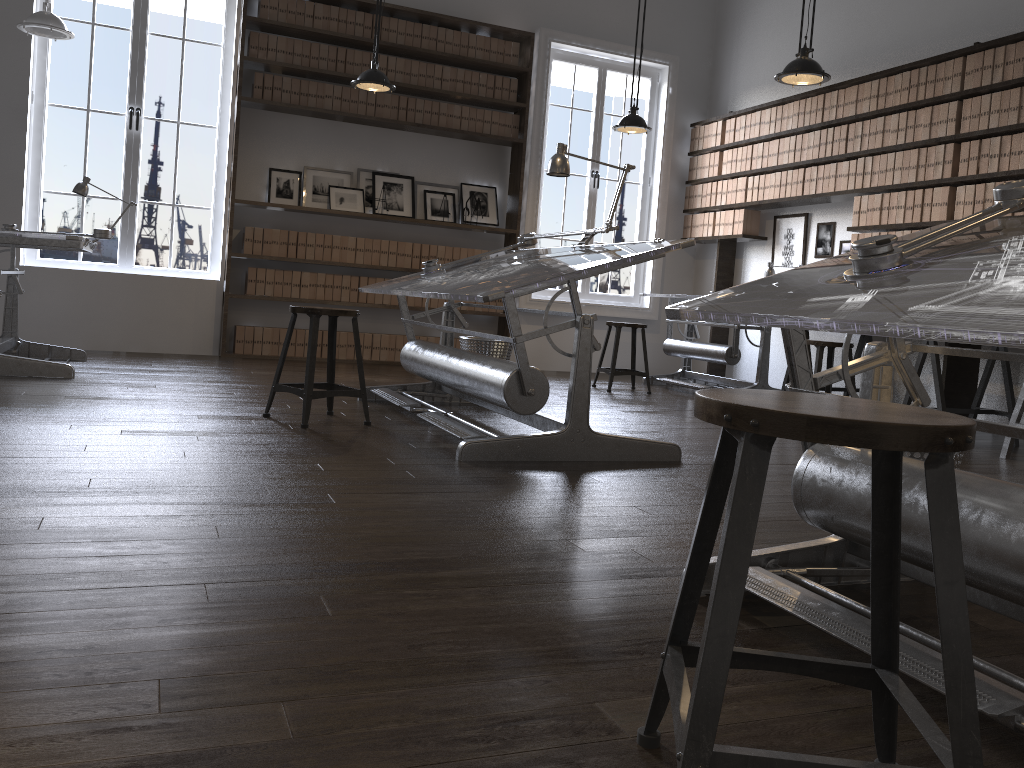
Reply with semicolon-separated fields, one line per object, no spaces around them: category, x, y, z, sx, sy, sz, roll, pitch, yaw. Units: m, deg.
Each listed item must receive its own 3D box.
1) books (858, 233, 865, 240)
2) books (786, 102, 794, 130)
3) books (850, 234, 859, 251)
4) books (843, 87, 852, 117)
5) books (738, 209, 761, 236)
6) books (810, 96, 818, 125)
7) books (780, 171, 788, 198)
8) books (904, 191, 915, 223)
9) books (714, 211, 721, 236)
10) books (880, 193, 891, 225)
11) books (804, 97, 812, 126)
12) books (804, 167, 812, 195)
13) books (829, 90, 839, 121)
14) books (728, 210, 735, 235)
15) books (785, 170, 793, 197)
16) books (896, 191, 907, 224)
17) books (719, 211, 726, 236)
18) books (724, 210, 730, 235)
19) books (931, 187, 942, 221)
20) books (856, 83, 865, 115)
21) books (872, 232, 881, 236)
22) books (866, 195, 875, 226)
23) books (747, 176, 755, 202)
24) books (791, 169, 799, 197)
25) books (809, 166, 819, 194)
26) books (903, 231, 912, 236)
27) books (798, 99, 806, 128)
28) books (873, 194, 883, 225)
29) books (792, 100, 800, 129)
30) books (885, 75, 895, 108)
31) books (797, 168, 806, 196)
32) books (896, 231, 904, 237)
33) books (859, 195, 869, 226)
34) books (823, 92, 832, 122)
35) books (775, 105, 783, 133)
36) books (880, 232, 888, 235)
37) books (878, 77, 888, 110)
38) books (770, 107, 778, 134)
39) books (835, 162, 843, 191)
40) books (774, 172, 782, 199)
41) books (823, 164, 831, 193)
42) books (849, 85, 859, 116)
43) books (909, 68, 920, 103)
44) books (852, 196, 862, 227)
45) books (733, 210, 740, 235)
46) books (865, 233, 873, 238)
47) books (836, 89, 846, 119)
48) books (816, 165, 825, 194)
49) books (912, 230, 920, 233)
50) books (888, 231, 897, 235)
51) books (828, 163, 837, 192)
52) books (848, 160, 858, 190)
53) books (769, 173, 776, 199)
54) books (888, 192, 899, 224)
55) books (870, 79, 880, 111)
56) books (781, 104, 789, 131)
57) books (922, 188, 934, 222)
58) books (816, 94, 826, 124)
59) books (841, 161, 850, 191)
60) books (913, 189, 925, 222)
books;2.588;-0.969;6.403;0.174;0.225;0.067;3;3;-22
books;2.328;-2.159;7.194;0.174;0.225;0.067;3;3;-22
books;2.558;-0.977;6.463;0.174;0.225;0.067;3;3;-23
books;2.571;-2.086;6.609;0.174;0.225;0.067;3;3;-22
books;2.067;-1.403;7.719;0.174;0.225;0.067;3;3;-22
books;2.434;-2.128;6.943;0.174;0.225;0.067;3;3;-23
books;2.281;-1.611;7.219;0.174;0.225;0.067;3;3;-22
books;2.765;-1.191;6.015;0.174;0.225;0.067;3;3;-23
books;1.934;-1.442;8.033;0.174;0.225;0.067;3;3;-22
books;2.684;-1.216;6.212;0.174;0.225;0.067;3;3;-22
books;2.407;-2.136;7.003;0.174;0.225;0.067;3;3;-22
books;2.392;-1.579;6.965;0.174;0.225;0.067;3;3;-22
books;2.513;-2.103;6.738;0.174;0.225;0.067;3;3;-23
books;2.009;-1.419;7.846;0.174;0.225;0.067;3;3;-22
books;2.309;-1.604;7.162;0.174;0.225;0.067;3;3;-23
books;2.733;-1.199;6.079;0.174;0.225;0.067;3;3;-23
books;1.963;-1.433;7.967;0.174;0.225;0.067;3;3;-23
books;1.988;-1.426;7.909;0.174;0.225;0.067;3;3;-23
books;2.847;-1.166;5.807;0.174;0.225;0.067;3;3;-22
books;2.620;-2.071;6.484;0.174;0.225;0.067;3;3;-22
books;2.636;-0.954;6.276;0.174;0.225;0.067;3;3;-23
books;2.632;-1.231;6.335;0.174;0.225;0.067;3;3;-22
books;2.119;-1.661;7.624;0.174;0.225;0.067;3;3;-23
books;2.336;-1.596;7.103;0.174;0.225;0.067;3;3;-22
books;2.415;-1.571;6.898;0.174;0.225;0.067;3;3;-22
books;2.741;-0.921;6.015;0.174;0.225;0.067;3;3;-23
books;2.379;-2.143;7.059;0.174;0.225;0.067;3;3;-23
books;2.653;-1.223;6.272;0.174;0.225;0.067;3;3;-23
books;2.352;-2.151;7.126;0.174;0.225;0.067;3;3;-22
books;2.726;-2.039;6.231;0.174;0.225;0.067;3;3;-22
books;2.359;-1.588;7.032;0.174;0.225;0.067;3;3;-23
books;2.717;-0.929;6.083;0.174;0.225;0.067;3;3;-23
books;2.607;-1.238;6.393;0.174;0.225;0.067;3;3;-22
books;2.491;-2.111;6.805;0.174;0.225;0.067;3;3;-23
books;2.277;-2.175;7.324;0.174;0.225;0.067;3;3;-23
books;2.666;-0.945;6.213;0.174;0.225;0.067;3;3;-22
books;2.698;-2.048;6.294;0.174;0.225;0.067;3;3;-22
books;2.247;-2.183;7.388;0.174;0.225;0.067;3;3;-22
books;2.522;-1.539;6.644;0.174;0.225;0.067;3;3;-23
books;2.254;-1.619;7.286;0.174;0.225;0.067;3;3;-23
books;2.472;-1.554;6.768;0.174;0.225;0.067;3;3;-23
books;2.591;-2.079;6.544;0.174;0.225;0.067;3;3;-23
books;2.800;-2.015;6.030;0.174;0.225;0.067;3;3;-22
books;2.577;-1.247;6.459;0.174;0.225;0.067;3;3;-23
books;2.042;-1.410;7.784;0.174;0.225;0.067;3;3;-22
books;2.610;-0.962;6.344;0.174;0.225;0.067;3;3;-22
books;2.544;-2.095;6.674;0.174;0.225;0.067;3;3;-22
books;2.445;-1.563;6.834;0.174;0.225;0.067;3;3;-23
books;2.768;-0.913;5.948;0.174;0.225;0.067;3;3;-22
books;2.694;-0.937;6.149;0.174;0.225;0.067;3;3;-22
books;2.492;-1.547;6.704;0.174;0.225;0.067;3;3;-22
books;2.570;-1.524;6.518;0.174;0.225;0.067;3;3;-22
books;2.230;-1.627;7.354;0.174;0.225;0.067;3;3;-23
books;2.710;-1.207;6.146;0.174;0.225;0.067;3;3;-22
books;2.668;-2.056;6.358;0.174;0.225;0.067;3;3;-23
books;2.305;-2.167;7.260;0.174;0.225;0.067;3;3;-23
books;2.821;-1.174;5.878;0.174;0.225;0.067;3;3;-23
books;2.457;-2.120;6.873;0.174;0.225;0.067;3;3;-22
books;2.544;-1.532;6.585;0.174;0.225;0.067;3;3;-23
books;2.788;-1.183;5.944;0.174;0.225;0.067;3;3;-22
